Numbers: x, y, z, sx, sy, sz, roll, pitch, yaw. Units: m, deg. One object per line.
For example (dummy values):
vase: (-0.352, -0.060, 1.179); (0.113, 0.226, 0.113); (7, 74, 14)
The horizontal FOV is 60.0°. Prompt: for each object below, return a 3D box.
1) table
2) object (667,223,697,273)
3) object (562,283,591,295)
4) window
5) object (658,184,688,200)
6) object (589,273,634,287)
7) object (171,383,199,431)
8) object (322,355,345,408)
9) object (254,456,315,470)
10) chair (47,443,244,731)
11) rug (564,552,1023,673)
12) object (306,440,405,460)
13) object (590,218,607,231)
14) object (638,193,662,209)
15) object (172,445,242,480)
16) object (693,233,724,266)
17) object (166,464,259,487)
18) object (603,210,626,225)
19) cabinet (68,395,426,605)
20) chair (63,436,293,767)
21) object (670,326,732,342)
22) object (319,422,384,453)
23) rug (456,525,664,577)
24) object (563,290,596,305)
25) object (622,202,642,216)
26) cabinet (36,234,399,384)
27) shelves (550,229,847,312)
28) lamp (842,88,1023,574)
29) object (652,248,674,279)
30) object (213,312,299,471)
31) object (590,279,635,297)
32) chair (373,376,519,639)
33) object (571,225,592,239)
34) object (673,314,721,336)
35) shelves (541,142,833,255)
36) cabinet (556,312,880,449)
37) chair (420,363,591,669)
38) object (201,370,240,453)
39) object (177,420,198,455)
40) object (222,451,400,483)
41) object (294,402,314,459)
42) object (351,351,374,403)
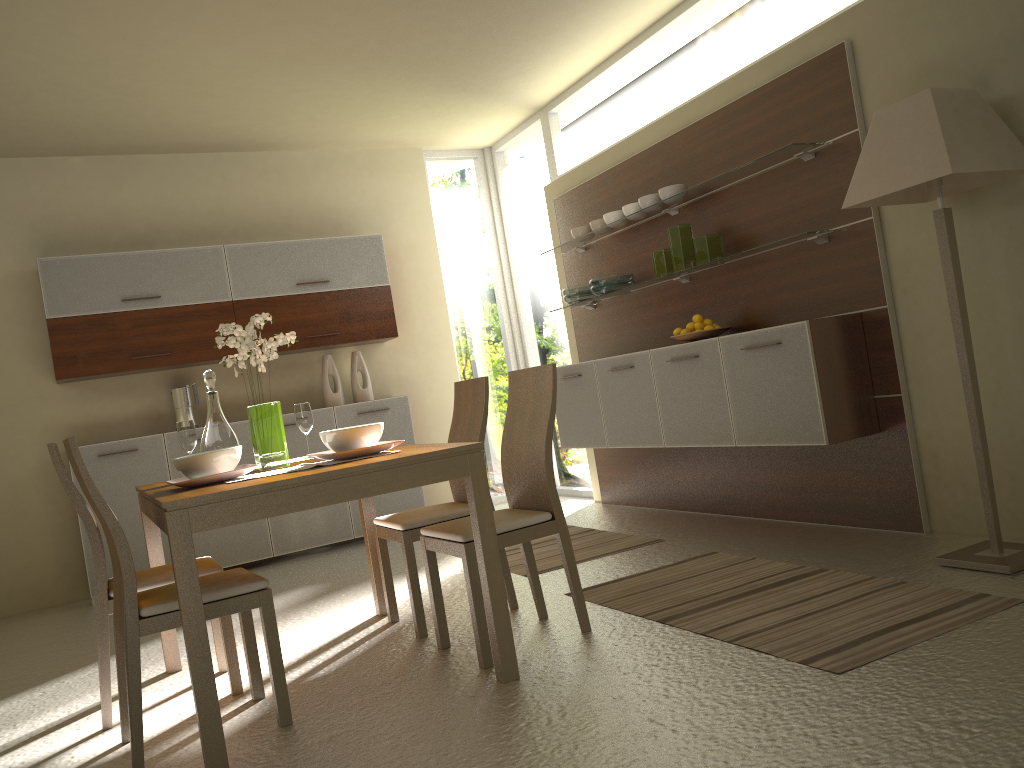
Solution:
table: (-0.780, 0.702, 3.334); (1.000, 0.790, 1.411); (-9, 0, -26)
object: (0.958, -0.761, 4.979); (0.099, 0.259, 0.099); (-9, 0, -26)
object: (0.483, -0.625, 5.978); (0.288, 0.068, 0.288); (-9, 0, 23)
window: (-1.640, -0.272, 4.310); (6.429, 3.000, 4.466); (-9, 0, -29)
object: (0.915, -1.072, 5.018); (0.163, 0.077, 0.163); (-9, 0, 23)
object: (0.638, -0.651, 5.668); (0.288, 0.068, 0.288); (-9, 0, 23)
object: (-2.254, 0.161, 6.131); (0.181, 0.305, 0.150); (-9, 0, -20)
object: (-1.345, -0.024, 6.597); (0.153, 0.384, 0.153); (-9, 0, 8)
object: (-1.058, 0.343, 3.671); (0.589, 0.010, 0.287); (-9, 0, -29)
chair: (-1.378, 0.684, 3.335); (0.507, 1.017, 0.404); (-9, 0, -25)
rug: (0.952, 0.821, 3.422); (0.843, 0.010, 1.613); (-9, 0, -26)
object: (-0.565, 0.245, 3.196); (0.283, 0.033, 0.283); (-9, 0, -32)
object: (0.587, -1.017, 5.726); (0.163, 0.077, 0.163); (-9, 0, 23)
object: (0.824, -1.057, 5.182); (0.163, 0.077, 0.163); (-9, 0, 23)
object: (-1.045, 0.283, 3.062); (0.232, 0.107, 0.233); (-9, 0, -15)
object: (1.069, -0.726, 4.816); (0.112, 0.160, 0.111); (-9, 0, -26)
object: (-1.036, 0.322, 3.063); (0.283, 0.041, 0.283); (-9, 0, -27)
object: (0.655, -1.029, 5.537); (0.163, 0.077, 0.163); (-9, 0, 23)
cabinet: (-1.793, 0.757, 6.291); (2.318, 1.018, 0.372); (-9, 0, -26)
chair: (-1.096, 0.637, 2.891); (0.507, 1.017, 0.404); (-9, 0, -29)
object: (1.048, -0.263, 4.905); (0.337, 0.053, 0.337); (-9, 0, 5)
object: (-0.571, 0.205, 3.197); (0.233, 0.101, 0.233); (-9, 0, -37)
rug: (0.113, 0.960, 5.343); (0.842, 0.007, 1.613); (-9, 0, -25)
object: (0.490, -0.583, 5.978); (0.288, 0.068, 0.288); (-9, 0, 23)
object: (0.753, -1.045, 5.363); (0.163, 0.077, 0.163); (-9, 0, 15)
cabinet: (-2.007, -0.567, 6.294); (2.318, 0.789, 0.372); (-9, 0, -26)
shelves: (0.915, -0.615, 5.187); (0.255, 0.008, 2.463); (-9, 0, -26)
lamp: (1.717, -0.205, 3.386); (0.499, 1.782, 0.499); (-9, 0, -26)
object: (0.897, -0.698, 5.145); (0.111, 0.160, 0.112); (-9, 0, -26)
object: (-0.964, 0.025, 3.425); (0.304, 0.608, 0.302); (-9, 0, -23)
object: (0.645, -0.609, 5.668); (0.288, 0.068, 0.288); (-9, 0, 23)
chair: (-0.323, 0.515, 3.907); (0.507, 1.017, 0.404); (-9, 0, -26)
object: (0.478, -0.999, 5.900); (0.163, 0.077, 0.163); (-9, 0, 23)
object: (1.027, -0.316, 4.918); (0.259, 0.139, 0.230); (-9, 0, 34)
shelves: (0.850, -1.018, 5.188); (0.255, 0.008, 2.463); (-9, 0, -26)
cabinet: (0.971, 0.062, 5.159); (0.372, 0.570, 2.463); (-9, 0, -26)
chair: (-0.055, 0.470, 3.383); (0.507, 1.017, 0.404); (-9, 0, -29)
object: (-1.217, 0.152, 3.650); (0.156, 0.426, 0.156); (-9, 0, 15)
object: (-1.305, 0.264, 3.588); (0.075, 0.232, 0.075); (-9, 0, 23)
object: (-0.707, 0.285, 3.111); (0.589, 0.010, 0.287); (-9, 0, -23)
object: (-0.865, 0.197, 3.726); (0.075, 0.232, 0.075); (-9, 0, 23)
object: (-1.148, -0.056, 6.695); (0.153, 0.384, 0.153); (-9, 0, 8)
